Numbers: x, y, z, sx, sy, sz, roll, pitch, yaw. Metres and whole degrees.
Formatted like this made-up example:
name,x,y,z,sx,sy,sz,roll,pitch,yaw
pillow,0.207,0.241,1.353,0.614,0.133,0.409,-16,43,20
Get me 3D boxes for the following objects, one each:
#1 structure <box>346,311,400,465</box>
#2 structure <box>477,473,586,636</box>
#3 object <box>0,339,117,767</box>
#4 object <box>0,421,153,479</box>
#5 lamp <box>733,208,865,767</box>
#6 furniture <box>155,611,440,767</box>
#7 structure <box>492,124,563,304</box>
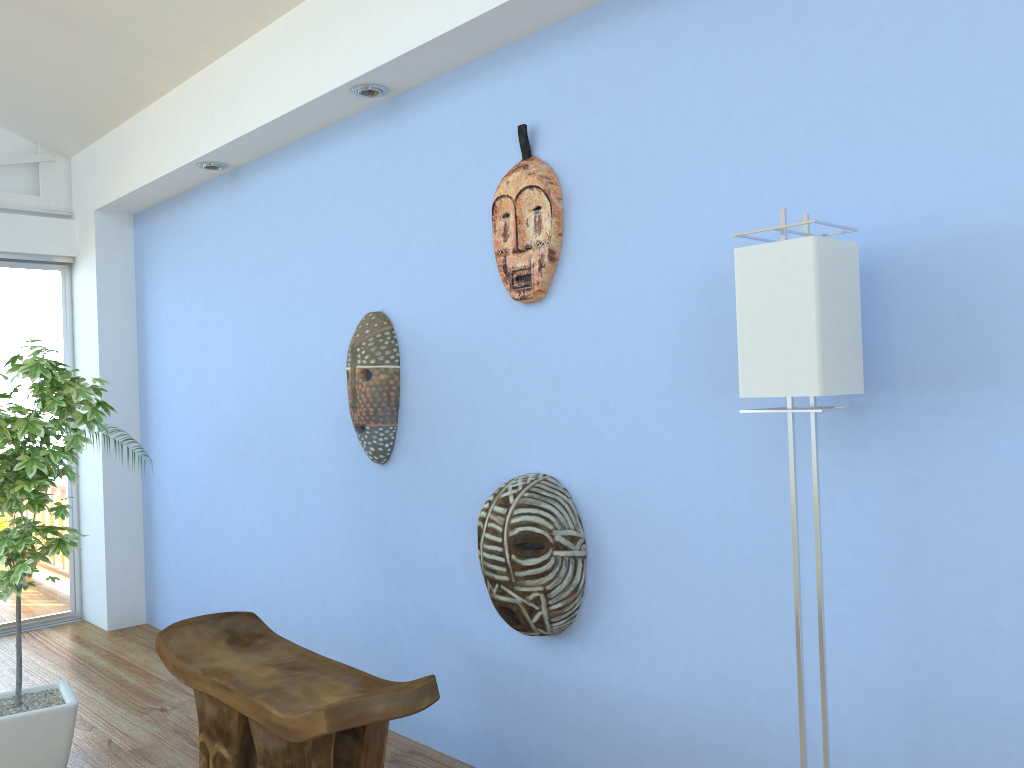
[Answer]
name,x,y,z,sx,sy,sz,roll,pitch,yaw
structure,-0.509,0.016,3.091,0.115,0.541,0.254,-2,-1,-43
structure,0.016,0.492,2.494,0.185,0.466,0.359,-2,-1,-43
object,-1.585,0.554,2.846,0.495,1.409,0.699,-2,0,0
object,-2.483,0.448,3.604,1.563,1.695,1.706,-2,-1,38
lamp,0.595,0.413,1.775,0.200,1.520,0.200,-2,-1,-43
furniture,-0.624,0.968,2.418,0.329,0.507,1.100,-2,-1,-43
structure,0.029,-0.487,2.540,0.063,0.508,0.264,-2,-1,-43
